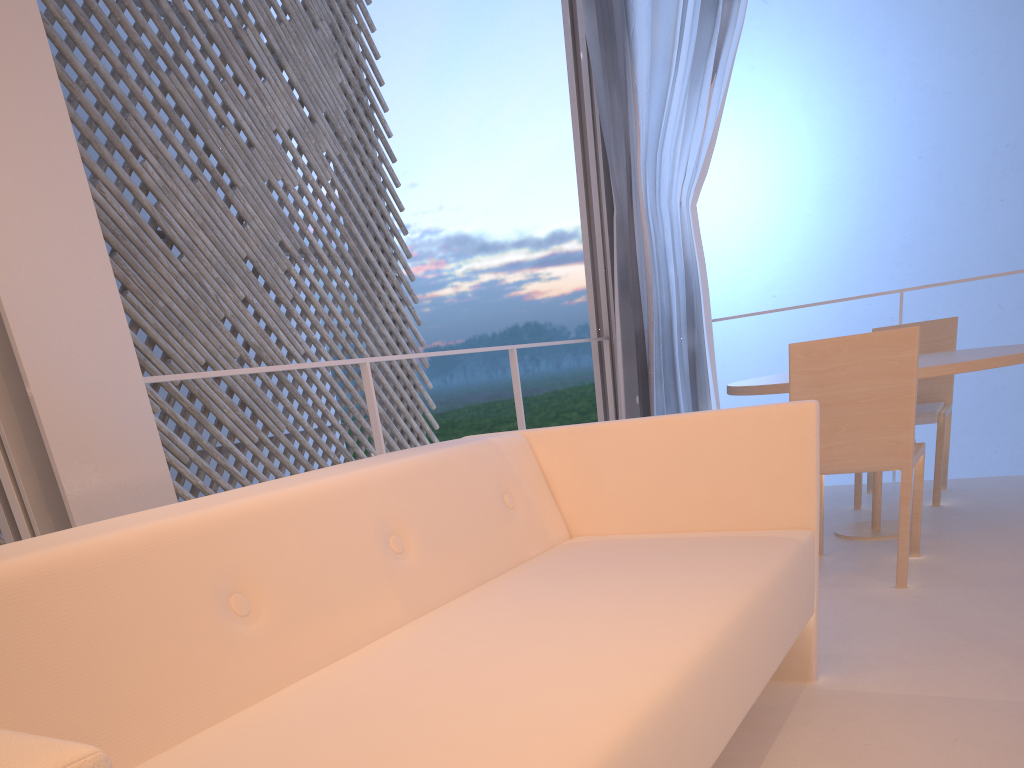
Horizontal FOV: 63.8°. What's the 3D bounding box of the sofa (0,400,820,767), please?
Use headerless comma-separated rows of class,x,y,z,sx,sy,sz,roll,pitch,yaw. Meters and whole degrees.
sofa,-0.068,0.274,0.768,0.500,0.400,0.910,-3,6,31

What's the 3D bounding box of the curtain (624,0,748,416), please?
curtain,0.510,-0.951,1.979,0.513,2.630,0.087,1,21,24

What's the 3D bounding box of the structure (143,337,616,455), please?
structure,-0.097,0.220,1.844,0.027,0.604,1.573,5,10,31

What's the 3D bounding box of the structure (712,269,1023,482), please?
structure,1.503,0.608,3.023,1.361,1.947,1.317,0,16,30

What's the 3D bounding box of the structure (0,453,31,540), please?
structure,-0.997,0.366,0.397,0.027,0.604,1.575,5,10,31
